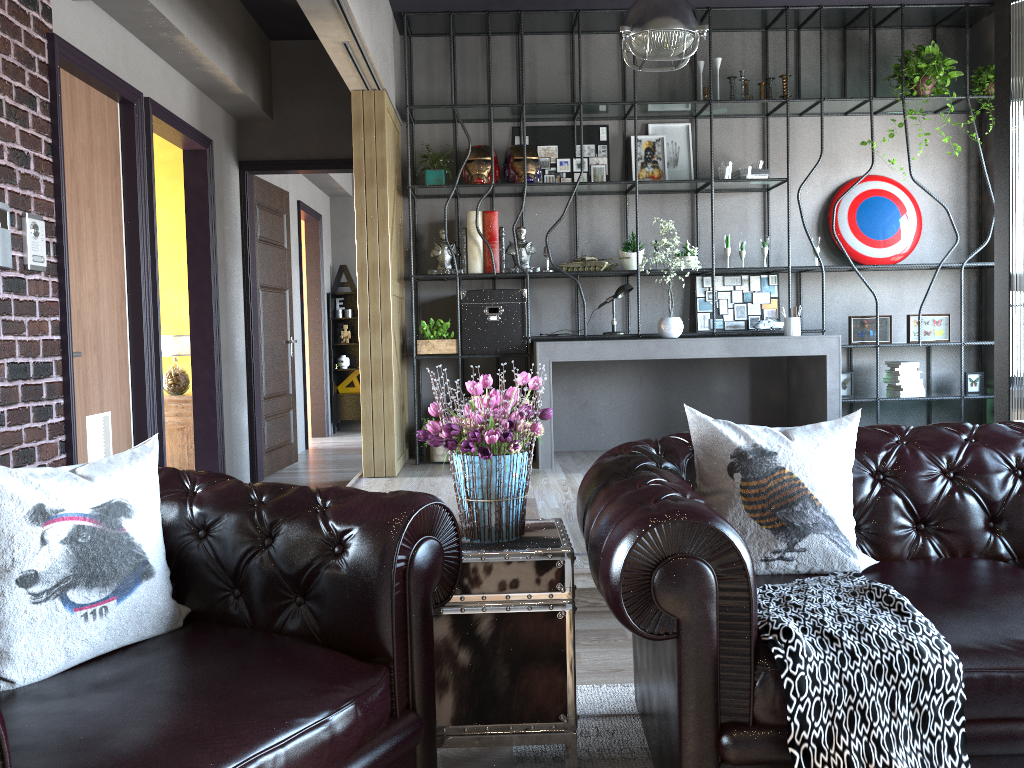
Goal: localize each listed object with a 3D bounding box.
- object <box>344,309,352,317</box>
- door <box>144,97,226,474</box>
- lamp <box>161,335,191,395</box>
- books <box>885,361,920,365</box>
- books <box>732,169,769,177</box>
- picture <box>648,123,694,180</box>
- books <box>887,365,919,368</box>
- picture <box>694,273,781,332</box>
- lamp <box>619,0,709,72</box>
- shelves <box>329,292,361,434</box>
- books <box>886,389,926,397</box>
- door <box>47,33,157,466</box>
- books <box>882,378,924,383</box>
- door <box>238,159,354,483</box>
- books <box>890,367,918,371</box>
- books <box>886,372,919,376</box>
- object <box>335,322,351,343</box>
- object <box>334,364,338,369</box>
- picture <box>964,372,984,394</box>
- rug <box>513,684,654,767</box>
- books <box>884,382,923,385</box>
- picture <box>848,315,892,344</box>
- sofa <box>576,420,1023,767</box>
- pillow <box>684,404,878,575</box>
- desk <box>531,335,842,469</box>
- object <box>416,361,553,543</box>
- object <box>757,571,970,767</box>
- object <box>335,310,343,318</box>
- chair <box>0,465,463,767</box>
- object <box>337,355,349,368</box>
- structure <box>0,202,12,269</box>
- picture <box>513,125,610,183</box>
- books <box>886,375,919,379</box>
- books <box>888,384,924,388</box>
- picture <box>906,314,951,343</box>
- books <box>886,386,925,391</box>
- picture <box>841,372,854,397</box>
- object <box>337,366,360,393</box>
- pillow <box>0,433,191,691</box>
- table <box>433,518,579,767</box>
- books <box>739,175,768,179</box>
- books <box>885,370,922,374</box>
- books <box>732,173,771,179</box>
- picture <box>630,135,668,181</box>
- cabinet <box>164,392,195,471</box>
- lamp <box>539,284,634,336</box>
[{"bbox_3d":[-1.984,-0.851,10.752,0.095,0.101,0.095,0,3,21],"label":"object"},{"bbox_3d":[-2.594,-0.385,5.667,1.098,2.542,1.150,-1,3,-1],"label":"door"},{"bbox_3d":[-2.472,0.165,6.521,0.291,1.044,0.441,-3,3,-28],"label":"lamp"},{"bbox_3d":[2.965,-0.159,6.743,0.159,0.024,0.201,-2,3,-11],"label":"books"},{"bbox_3d":[1.826,-1.615,6.796,0.225,0.029,0.179,-2,3,-9],"label":"books"},{"bbox_3d":[1.232,-1.769,6.882,0.332,0.514,0.119,-1,3,-1],"label":"picture"},{"bbox_3d":[2.974,-0.138,6.750,0.155,0.020,0.205,-1,3,-1],"label":"books"},{"bbox_3d":[1.766,-0.636,6.940,0.665,0.447,0.051,-1,3,-1],"label":"picture"},{"bbox_3d":[0.836,-2.457,5.242,0.534,1.148,0.515,-3,3,-24],"label":"lamp"},{"bbox_3d":[-1.696,-0.265,10.685,0.911,1.676,0.353,-1,3,-1],"label":"shelves"},{"bbox_3d":[2.991,0.067,6.744,0.192,0.043,0.248,-1,3,-1],"label":"books"},{"bbox_3d":[-2.130,-0.326,4.508,0.219,2.538,1.003,-1,3,-1],"label":"door"},{"bbox_3d":[2.973,-0.029,6.750,0.193,0.028,0.246,-2,3,-6],"label":"books"},{"bbox_3d":[-1.564,-0.521,7.561,1.150,2.542,1.129,-1,3,-1],"label":"door"},{"bbox_3d":[2.975,-0.117,6.737,0.162,0.023,0.232,0,3,14],"label":"books"},{"bbox_3d":[2.977,-0.076,6.753,0.155,0.022,0.205,-2,3,-6],"label":"books"},{"bbox_3d":[-2.037,-0.617,10.671,0.190,0.254,0.129,-1,3,-3],"label":"object"},{"bbox_3d":[-2.102,-0.209,10.589,0.042,0.054,0.031,1,4,44],"label":"object"},{"bbox_3d":[3.539,-0.009,6.791,0.137,0.165,0.032,-1,3,-1],"label":"picture"},{"bbox_3d":[1.256,1.026,1.793,2.474,0.003,2.255,-1,3,-1],"label":"rug"},{"bbox_3d":[2.975,-0.008,6.752,0.192,0.014,0.255,-1,3,2],"label":"books"},{"bbox_3d":[2.679,-0.405,6.632,0.313,0.212,0.049,-1,3,-1],"label":"picture"},{"bbox_3d":[1.460,0.565,2.486,2.566,0.838,1.240,-1,3,-2],"label":"sofa"},{"bbox_3d":[0.764,0.285,2.527,0.528,0.469,0.283,-1,3,2],"label":"pillow"},{"bbox_3d":[1.232,0.103,6.602,2.129,0.885,0.845,-1,3,-1],"label":"desk"},{"bbox_3d":[-0.062,0.178,2.435,0.349,0.483,0.352,0,3,29],"label":"object"},{"bbox_3d":[0.659,0.801,1.651,0.562,0.569,1.700,0,3,19],"label":"object"},{"bbox_3d":[-2.099,-0.849,10.749,0.095,0.101,0.095,0,3,21],"label":"object"},{"bbox_3d":[-0.976,0.655,1.852,1.244,0.844,1.494,0,4,29],"label":"chair"},{"bbox_3d":[-2.028,-0.263,10.669,0.139,0.162,0.139,-3,4,-36],"label":"object"},{"bbox_3d":[-2.012,-0.523,3.452,0.068,0.370,0.279,-1,3,-1],"label":"structure"},{"bbox_3d":[0.386,-1.759,6.895,0.749,0.503,0.058,-1,3,-1],"label":"picture"},{"bbox_3d":[2.971,-0.054,6.755,0.158,0.021,0.224,-1,3,-1],"label":"books"},{"bbox_3d":[2.991,0.011,6.743,0.175,0.023,0.249,-1,3,-1],"label":"books"},{"bbox_3d":[3.120,-0.417,6.640,0.313,0.212,0.048,-1,3,-1],"label":"picture"},{"bbox_3d":[2.991,0.034,6.744,0.175,0.023,0.249,-2,3,-6],"label":"books"},{"bbox_3d":[2.508,0.004,6.750,0.172,0.190,0.036,-1,3,-1],"label":"picture"},{"bbox_3d":[-1.936,-0.053,10.828,0.393,0.321,0.057,-1,3,-1],"label":"object"},{"bbox_3d":[-0.991,0.362,2.006,0.290,0.502,0.541,1,4,37],"label":"pillow"},{"bbox_3d":[-0.041,0.715,2.459,0.417,0.609,0.406,-1,3,-1],"label":"table"},{"bbox_3d":[1.823,-1.566,6.803,0.166,0.024,0.227,-3,4,-22],"label":"books"},{"bbox_3d":[2.976,-0.096,6.747,0.174,0.019,0.244,-1,3,-1],"label":"books"},{"bbox_3d":[1.835,-1.590,6.803,0.243,0.024,0.175,-2,3,-5],"label":"books"},{"bbox_3d":[1.057,-1.712,6.839,0.267,0.413,0.101,-1,3,-1],"label":"picture"},{"bbox_3d":[-2.947,0.462,6.520,1.432,0.750,0.408,-1,3,-1],"label":"cabinet"},{"bbox_3d":[0.573,-0.560,6.747,0.740,0.371,0.205,0,3,23],"label":"lamp"}]
